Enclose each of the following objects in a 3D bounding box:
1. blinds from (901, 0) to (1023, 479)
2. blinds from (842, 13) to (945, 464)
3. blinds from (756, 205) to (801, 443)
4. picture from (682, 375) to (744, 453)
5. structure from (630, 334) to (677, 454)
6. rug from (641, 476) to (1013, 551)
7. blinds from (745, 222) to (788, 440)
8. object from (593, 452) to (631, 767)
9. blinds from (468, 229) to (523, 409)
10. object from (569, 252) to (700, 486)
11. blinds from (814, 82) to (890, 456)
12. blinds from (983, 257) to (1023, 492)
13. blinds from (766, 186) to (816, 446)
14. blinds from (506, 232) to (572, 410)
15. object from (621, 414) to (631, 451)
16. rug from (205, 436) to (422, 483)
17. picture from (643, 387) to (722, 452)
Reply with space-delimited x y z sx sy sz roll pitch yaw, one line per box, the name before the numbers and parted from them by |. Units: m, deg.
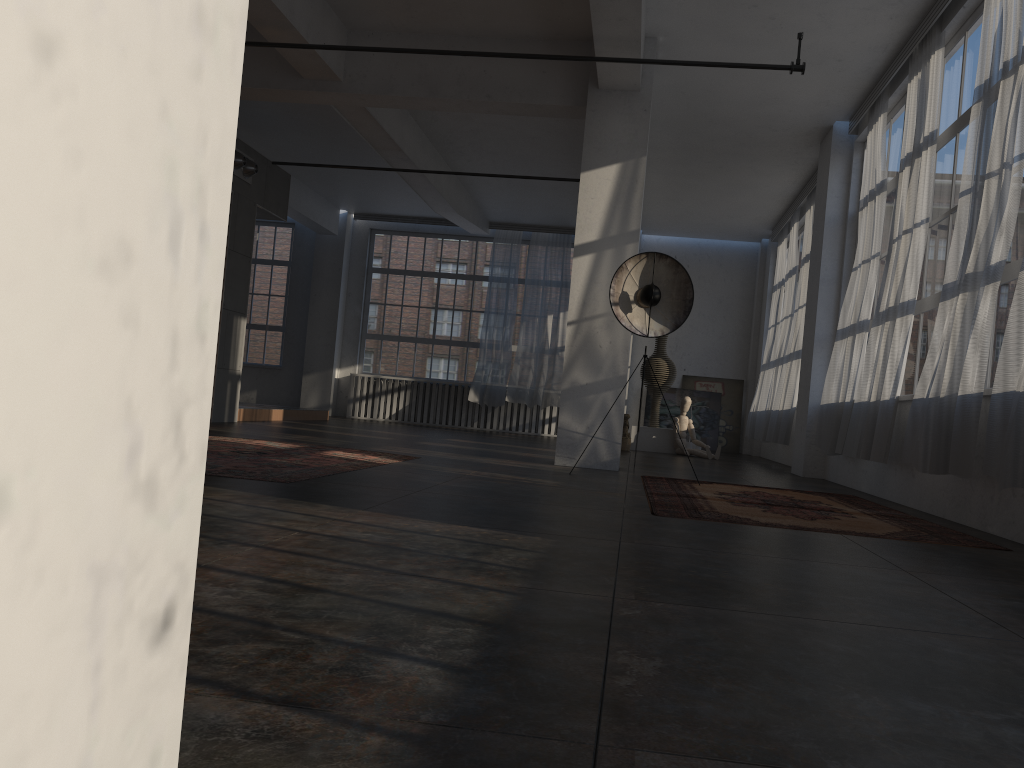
blinds | 2.982 -1.249 5.685 0.338 3.697 1.038 5 0 5
blinds | 3.221 -1.174 7.375 0.359 3.674 1.036 5 0 7
blinds | 4.094 -0.945 13.450 0.313 3.712 1.029 5 0 7
picture | 3.735 0.562 16.649 1.142 1.386 0.254 5 0 6
structure | 2.283 -0.096 13.820 0.673 2.326 0.754 5 -1 7
rug | 1.819 0.814 6.047 1.807 0.009 3.144 5 -1 7
blinds | 4.246 -0.911 14.637 0.338 3.697 1.038 5 0 5
object | -10.227 -0.057 8.028 27.078 0.001 19.840 5 -1 6
blinds | -0.271 -1.304 16.682 0.689 3.558 0.881 5 0 6
object | 1.137 -0.159 7.611 1.051 1.919 1.186 5 -1 7
blinds | 3.455 -1.117 8.868 0.313 3.712 1.029 5 0 7
blinds | 2.801 -1.306 4.321 0.341 3.750 1.032 5 0 6
blinds | 3.902 -0.994 12.117 0.359 3.674 1.036 5 0 7
blinds | 0.605 -1.268 16.457 1.052 3.500 1.004 5 0 7
object | 1.641 0.737 12.998 0.234 0.600 0.224 5 -1 35
rug | -1.874 0.476 6.095 1.845 0.029 2.899 5 -1 7
picture | 3.184 0.640 16.599 1.427 1.141 0.305 5 0 4
